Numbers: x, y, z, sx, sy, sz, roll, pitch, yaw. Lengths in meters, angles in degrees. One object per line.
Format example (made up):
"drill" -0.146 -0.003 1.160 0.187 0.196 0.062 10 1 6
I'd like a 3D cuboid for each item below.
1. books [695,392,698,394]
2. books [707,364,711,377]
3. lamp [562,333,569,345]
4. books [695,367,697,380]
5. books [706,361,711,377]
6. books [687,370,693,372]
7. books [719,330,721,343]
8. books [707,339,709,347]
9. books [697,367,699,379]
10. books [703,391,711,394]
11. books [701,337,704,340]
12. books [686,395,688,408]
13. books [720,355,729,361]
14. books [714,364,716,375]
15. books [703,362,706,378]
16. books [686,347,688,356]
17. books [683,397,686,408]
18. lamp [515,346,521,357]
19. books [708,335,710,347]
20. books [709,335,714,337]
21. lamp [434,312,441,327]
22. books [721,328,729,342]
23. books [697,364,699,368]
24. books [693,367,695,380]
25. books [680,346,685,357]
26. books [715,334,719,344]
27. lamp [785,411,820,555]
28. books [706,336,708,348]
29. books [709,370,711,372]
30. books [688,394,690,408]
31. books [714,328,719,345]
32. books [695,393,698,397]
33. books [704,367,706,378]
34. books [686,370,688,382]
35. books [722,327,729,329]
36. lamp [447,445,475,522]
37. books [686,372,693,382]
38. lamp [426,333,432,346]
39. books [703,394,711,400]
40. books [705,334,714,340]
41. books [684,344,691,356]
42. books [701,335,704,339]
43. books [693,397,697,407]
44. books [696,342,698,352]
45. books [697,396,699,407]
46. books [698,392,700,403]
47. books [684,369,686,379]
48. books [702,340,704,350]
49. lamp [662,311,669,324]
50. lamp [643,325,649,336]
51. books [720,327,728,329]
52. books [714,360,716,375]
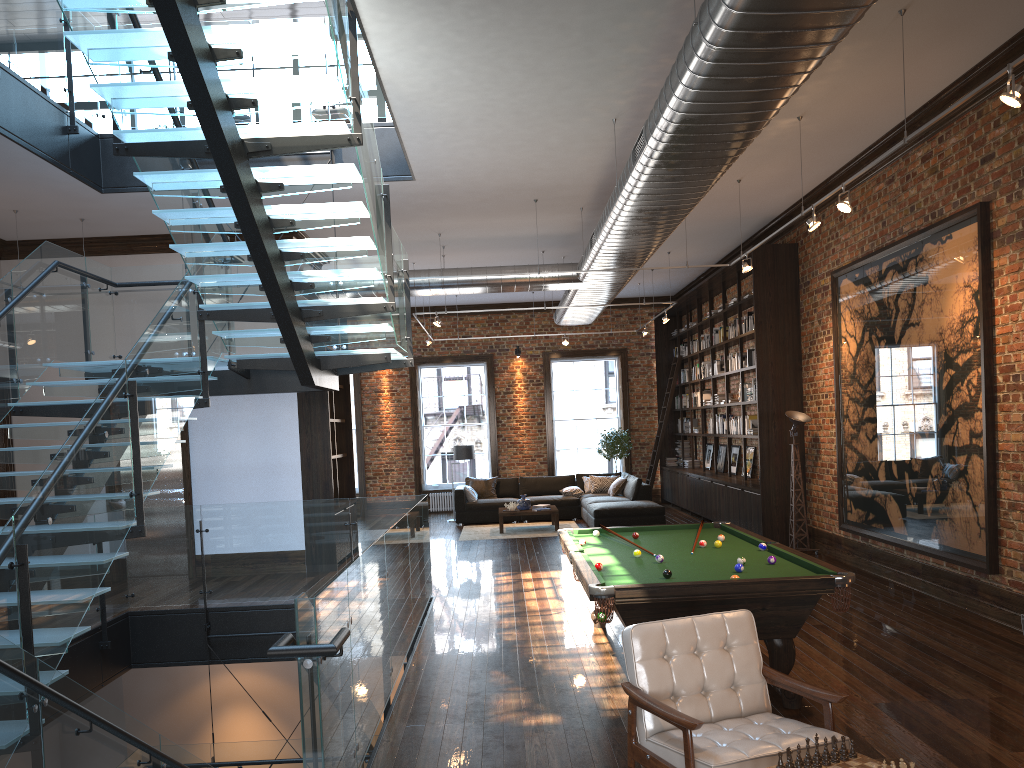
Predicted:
"books" 3.630 0.300 17.121 0.169 0.290 0.026 -3 2 -1
"books" 3.608 -0.239 15.962 0.191 0.250 0.024 -3 2 -1
"lamp" 1.048 -0.879 17.424 0.113 0.230 0.114 -3 1 -32
"books" 3.598 -0.193 16.979 0.174 0.257 0.027 -3 2 -1
"books" 3.616 -0.258 16.132 0.175 0.303 0.067 -3 2 -1
"books" 3.594 -0.149 17.756 0.166 0.250 0.079 -3 2 -1
"books" 3.591 -0.789 14.972 0.191 0.240 0.008 -3 2 -1
"books" 3.599 -0.721 15.921 0.166 0.195 0.030 -3 2 -1
"books" 3.605 -0.194 16.802 0.181 0.242 0.035 -3 2 -1
"books" 3.628 0.276 16.603 0.189 0.288 0.013 -3 2 -1
"books" 3.583 -0.738 16.293 0.192 0.267 0.016 -3 2 -1
"books" 3.618 0.355 17.953 0.180 0.264 0.015 -3 2 -1
"books" 3.634 -0.324 15.132 0.155 0.335 0.014 -3 2 -1
"books" 3.628 -0.248 15.467 0.190 0.217 0.031 -3 2 -1
"books" 3.610 -0.254 16.329 0.183 0.314 0.013 -3 2 -1
"books" 3.567 -0.641 17.713 0.173 0.214 0.024 -3 2 -1
"books" 3.592 0.379 18.023 0.231 0.225 0.024 -3 2 -1
"lamp" 0.128 -0.692 18.895 0.126 0.237 0.155 -3 1 -1
"books" 3.598 -0.751 15.836 0.168 0.249 0.072 -3 2 -1
"books" 3.601 -0.753 15.801 0.143 0.251 0.078 -3 2 -1
"lamp" -1.136 -0.977 13.400 0.114 0.230 0.113 -2 1 20
"books" 3.603 -0.803 14.848 0.190 0.255 0.061 -3 2 -1
"books" 3.602 -0.230 16.826 0.171 0.316 0.013 -3 2 -1
"books" 3.603 -0.195 17.182 0.174 0.283 0.113 -3 1 -1
"books" 3.538 -0.645 18.005 0.235 0.253 0.028 -3 2 -1
"books" 3.588 -0.759 15.215 0.193 0.203 0.027 -3 2 -1
"lamp" 3.596 1.240 11.080 0.425 1.831 0.505 -2 2 4
"books" 3.590 -0.747 15.976 0.185 0.254 0.029 -3 2 -1
"books" 3.629 -0.246 15.775 0.161 0.025 0.298 -2 -3 -4
"books" 3.616 0.338 17.748 0.164 0.278 0.013 -3 2 -1
"books" 3.595 -0.813 15.391 0.186 0.329 0.069 -3 2 -1
"books" 3.629 0.312 17.088 0.177 0.264 0.041 -3 2 -1
"books" 3.616 -0.210 16.253 0.182 0.218 0.034 -3 2 -1
"books" 3.586 -0.151 17.801 0.183 0.255 0.046 -3 2 -1
"books" 3.617 -0.811 14.956 0.150 0.280 0.008 -3 2 -1
"lamp" -1.005 1.917 17.013 0.688 1.469 0.418 -2 2 29
"books" 3.588 -0.130 17.737 0.185 0.211 0.069 -3 2 -1
"lamp" -1.526 -0.816 16.332 0.114 0.230 0.113 -2 1 40
"books" 3.648 0.301 16.552 0.147 0.233 0.036 -3 2 -1
"books" 3.590 -0.762 16.029 0.176 0.289 0.030 -3 2 -1
"books" 3.557 -0.670 17.792 0.190 0.280 0.017 -3 2 -1
"books" 3.597 -0.756 16.423 0.166 0.316 0.016 -3 2 -1
"books" 3.606 0.341 17.045 0.236 0.203 0.046 -3 2 -1
"books" 3.573 -0.686 16.749 0.178 0.208 0.033 -3 2 -1
"books" 3.633 0.335 16.990 0.186 0.208 0.017 -3 2 -1
"books" 3.626 0.288 16.813 0.184 0.284 0.011 -3 2 -1
"books" 3.586 -0.162 17.976 0.184 0.293 0.006 -3 2 -1
"books" 3.577 -0.707 16.231 0.187 0.200 0.030 -3 2 -1
"lamp" 2.496 -1.094 14.373 0.113 0.230 0.114 -3 1 -25
"lamp" 2.470 -0.995 16.378 0.113 0.230 0.113 -2 1 38
"books" 3.608 -0.818 14.997 0.181 0.299 0.009 -3 2 -1
"books" 3.612 -0.279 15.524 0.190 0.285 0.013 -3 2 -1
